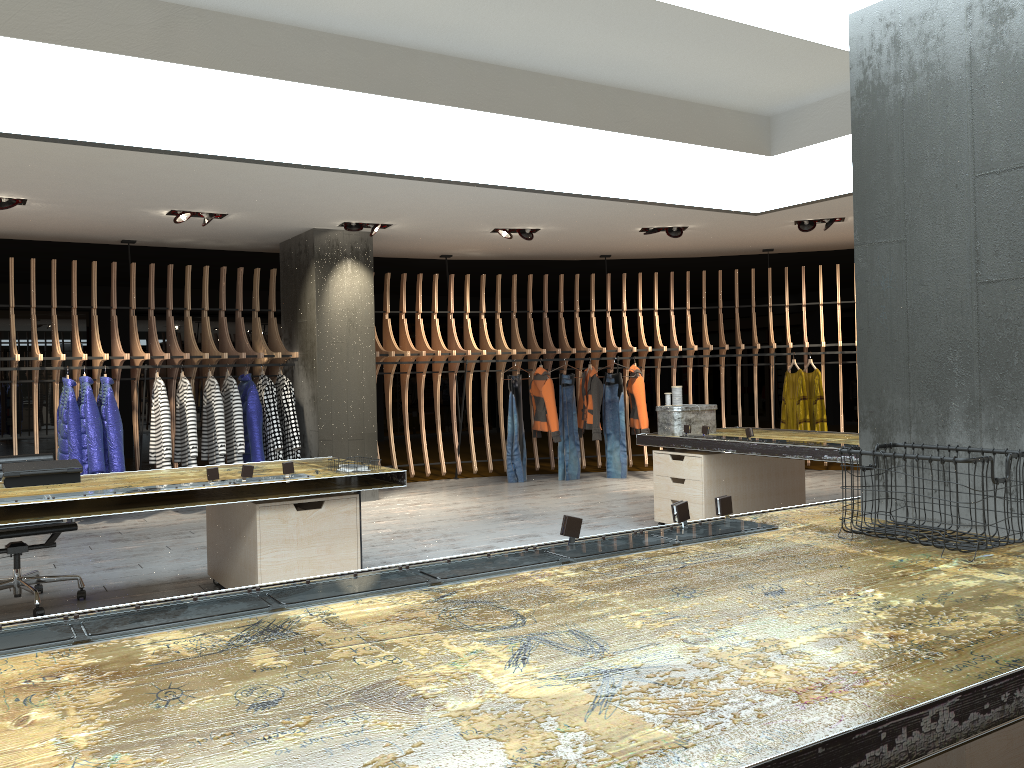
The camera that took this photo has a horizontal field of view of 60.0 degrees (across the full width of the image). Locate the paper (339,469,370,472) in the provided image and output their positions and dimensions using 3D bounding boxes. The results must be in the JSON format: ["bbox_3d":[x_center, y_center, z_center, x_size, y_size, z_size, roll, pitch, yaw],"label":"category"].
[{"bbox_3d":[-0.891,0.487,5.027,0.130,0.004,0.176,-2,1,-30],"label":"paper"}]

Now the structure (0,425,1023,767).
[{"bbox_3d":[-4.533,0.957,1.001,18.478,0.844,4.835,-2,1,-32],"label":"structure"}]

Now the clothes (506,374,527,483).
[{"bbox_3d":[0.069,0.595,10.457,0.200,1.422,0.309,-2,0,35],"label":"clothes"}]

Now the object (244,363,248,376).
[{"bbox_3d":[-2.741,-0.081,9.156,0.012,0.270,0.525,-1,0,-32],"label":"object"}]

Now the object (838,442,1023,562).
[{"bbox_3d":[1.258,0.337,2.664,0.330,0.289,0.459,-2,0,-29],"label":"object"}]

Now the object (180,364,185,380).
[{"bbox_3d":[-3.253,-0.044,8.767,0.012,0.313,0.518,-1,0,-32],"label":"object"}]

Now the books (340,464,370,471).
[{"bbox_3d":[-0.891,0.473,5.020,0.110,0.025,0.155,-2,1,-37],"label":"books"}]

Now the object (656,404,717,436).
[{"bbox_3d":[1.448,0.296,7.341,0.498,0.239,0.303,-2,0,-31],"label":"object"}]

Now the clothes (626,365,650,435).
[{"bbox_3d":[1.502,0.205,10.653,0.201,0.881,0.839,-1,0,-2],"label":"clothes"}]

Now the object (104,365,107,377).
[{"bbox_3d":[-3.862,-0.045,8.420,0.012,0.270,0.525,-1,0,-32],"label":"object"}]

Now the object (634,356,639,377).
[{"bbox_3d":[1.476,-0.199,10.634,0.012,0.270,0.525,-1,1,-2],"label":"object"}]

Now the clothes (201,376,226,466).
[{"bbox_3d":[-2.953,0.450,8.826,0.128,1.062,0.752,-1,0,-34],"label":"clothes"}]

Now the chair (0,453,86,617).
[{"bbox_3d":[-2.835,0.857,5.086,0.667,0.859,0.693,-1,0,44],"label":"chair"}]

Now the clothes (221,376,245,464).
[{"bbox_3d":[-2.801,0.445,8.921,0.128,1.062,0.752,-1,0,-34],"label":"clothes"}]

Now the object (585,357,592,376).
[{"bbox_3d":[0.935,-0.184,10.601,0.012,0.270,0.525,-1,0,-12],"label":"object"}]

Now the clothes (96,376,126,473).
[{"bbox_3d":[-3.881,0.547,8.432,0.245,1.239,0.885,-1,0,-35],"label":"clothes"}]

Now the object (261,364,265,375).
[{"bbox_3d":[-2.577,-0.055,9.193,0.012,0.316,0.516,-1,0,-32],"label":"object"}]

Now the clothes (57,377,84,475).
[{"bbox_3d":[-4.194,0.562,8.330,0.242,1.260,0.880,-1,0,-35],"label":"clothes"}]

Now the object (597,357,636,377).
[{"bbox_3d":[1.232,-0.205,10.626,0.549,0.243,0.023,-1,0,35],"label":"object"}]

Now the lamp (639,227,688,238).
[{"bbox_3d":[1.614,-1.689,9.455,0.492,0.293,0.269,-1,0,0],"label":"lamp"}]

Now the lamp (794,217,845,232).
[{"bbox_3d":[3.178,-1.720,9.171,0.492,0.297,0.269,-1,0,18],"label":"lamp"}]

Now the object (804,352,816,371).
[{"bbox_3d":[3.481,-0.240,10.346,0.012,0.270,0.525,-1,1,-2],"label":"object"}]

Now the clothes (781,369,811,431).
[{"bbox_3d":[3.310,0.344,10.372,0.168,1.045,0.664,-1,0,-1],"label":"clothes"}]

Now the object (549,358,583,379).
[{"bbox_3d":[0.642,-0.190,10.566,0.549,0.243,0.023,-2,0,-35],"label":"object"}]

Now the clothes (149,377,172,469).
[{"bbox_3d":[-3.376,0.464,8.563,0.128,1.062,0.752,-1,0,-34],"label":"clothes"}]

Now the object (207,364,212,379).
[{"bbox_3d":[-3.031,-0.051,8.906,0.012,0.313,0.518,-1,0,-32],"label":"object"}]

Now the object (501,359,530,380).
[{"bbox_3d":[0.046,-0.174,10.456,0.023,0.243,0.549,-2,0,40],"label":"object"}]

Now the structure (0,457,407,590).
[{"bbox_3d":[-5.322,0.955,2.674,10.453,0.844,1.162,-2,1,-32],"label":"structure"}]

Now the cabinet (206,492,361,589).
[{"bbox_3d":[-1.375,0.935,5.253,0.593,0.630,1.131,-1,0,-32],"label":"cabinet"}]

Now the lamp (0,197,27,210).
[{"bbox_3d":[-4.188,-1.524,7.134,0.493,0.286,0.269,-2,0,-32],"label":"lamp"}]

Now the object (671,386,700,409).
[{"bbox_3d":[1.417,0.119,7.281,0.088,0.204,0.262,-1,0,-33],"label":"object"}]

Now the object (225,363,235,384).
[{"bbox_3d":[-2.879,-0.056,9.000,0.012,0.313,0.518,-1,0,-32],"label":"object"}]

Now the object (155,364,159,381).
[{"bbox_3d":[-3.453,-0.038,8.642,0.012,0.313,0.518,-1,0,-32],"label":"object"}]

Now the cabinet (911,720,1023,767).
[{"bbox_3d":[1.009,0.910,2.718,0.593,0.630,1.131,-1,0,-32],"label":"cabinet"}]

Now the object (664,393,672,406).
[{"bbox_3d":[1.290,0.128,7.323,0.062,0.109,0.062,-1,0,24],"label":"object"}]

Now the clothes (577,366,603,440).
[{"bbox_3d":[0.931,0.222,10.576,0.201,0.881,0.839,-1,0,-12],"label":"clothes"}]

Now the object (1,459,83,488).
[{"bbox_3d":[-2.522,0.479,4.761,0.373,0.111,0.261,-2,1,-32],"label":"object"}]

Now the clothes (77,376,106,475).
[{"bbox_3d":[-3.991,0.549,8.270,0.249,1.246,0.883,-1,0,-35],"label":"clothes"}]

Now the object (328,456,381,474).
[{"bbox_3d":[-0.891,0.463,5.025,0.217,0.074,0.302,-2,1,-37],"label":"object"}]

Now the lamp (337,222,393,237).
[{"bbox_3d":[-1.452,-1.607,8.768,0.493,0.292,0.269,-2,0,-25],"label":"lamp"}]

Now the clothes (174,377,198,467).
[{"bbox_3d":[-3.176,0.457,8.688,0.128,1.062,0.752,-1,0,-34],"label":"clothes"}]

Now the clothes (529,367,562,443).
[{"bbox_3d":[0.367,0.234,10.554,0.201,0.881,0.839,-1,0,-17],"label":"clothes"}]

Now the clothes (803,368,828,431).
[{"bbox_3d":[3.487,0.341,10.327,0.168,1.045,0.664,-1,0,-1],"label":"clothes"}]

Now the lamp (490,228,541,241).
[{"bbox_3d":[0.035,-1.648,9.319,0.493,0.296,0.269,-1,0,-12],"label":"lamp"}]

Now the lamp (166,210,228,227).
[{"bbox_3d":[-2.834,-1.564,7.977,0.493,0.292,0.269,-2,0,-32],"label":"lamp"}]

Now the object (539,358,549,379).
[{"bbox_3d":[0.346,-0.171,10.532,0.012,0.270,0.525,-1,0,-17],"label":"object"}]

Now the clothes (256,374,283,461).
[{"bbox_3d":[-2.483,0.491,9.099,0.192,1.187,0.807,-1,0,-31],"label":"clothes"}]

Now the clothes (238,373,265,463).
[{"bbox_3d":[-2.693,0.510,9.139,0.245,1.239,0.885,-1,0,-35],"label":"clothes"}]

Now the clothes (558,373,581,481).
[{"bbox_3d":[0.654,0.579,10.559,0.309,1.422,0.200,-1,0,-40],"label":"clothes"}]

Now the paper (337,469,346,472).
[{"bbox_3d":[-0.902,0.489,5.036,0.130,0.003,0.176,-2,1,-33],"label":"paper"}]

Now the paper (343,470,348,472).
[{"bbox_3d":[-0.891,0.487,5.027,0.130,0.004,0.176,-2,1,-23],"label":"paper"}]

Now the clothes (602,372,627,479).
[{"bbox_3d":[1.245,0.564,10.627,0.309,1.422,0.200,-1,0,30],"label":"clothes"}]

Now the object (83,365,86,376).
[{"bbox_3d":[-4.005,-0.032,8.312,0.012,0.291,0.523,-1,0,-32],"label":"object"}]

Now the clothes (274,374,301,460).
[{"bbox_3d":[-2.328,0.486,9.206,0.191,1.186,0.799,-1,0,-31],"label":"clothes"}]

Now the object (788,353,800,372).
[{"bbox_3d":[3.304,-0.236,10.390,0.012,0.270,0.525,-1,1,-2],"label":"object"}]

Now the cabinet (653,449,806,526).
[{"bbox_3d":[1.767,0.835,7.208,1.132,0.630,0.593,-2,0,-32],"label":"cabinet"}]

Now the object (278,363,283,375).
[{"bbox_3d":[-2.419,-0.062,9.295,0.012,0.313,0.518,-1,0,-32],"label":"object"}]

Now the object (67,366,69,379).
[{"bbox_3d":[-4.142,-0.023,8.266,0.012,0.292,0.523,-1,0,-32],"label":"object"}]
